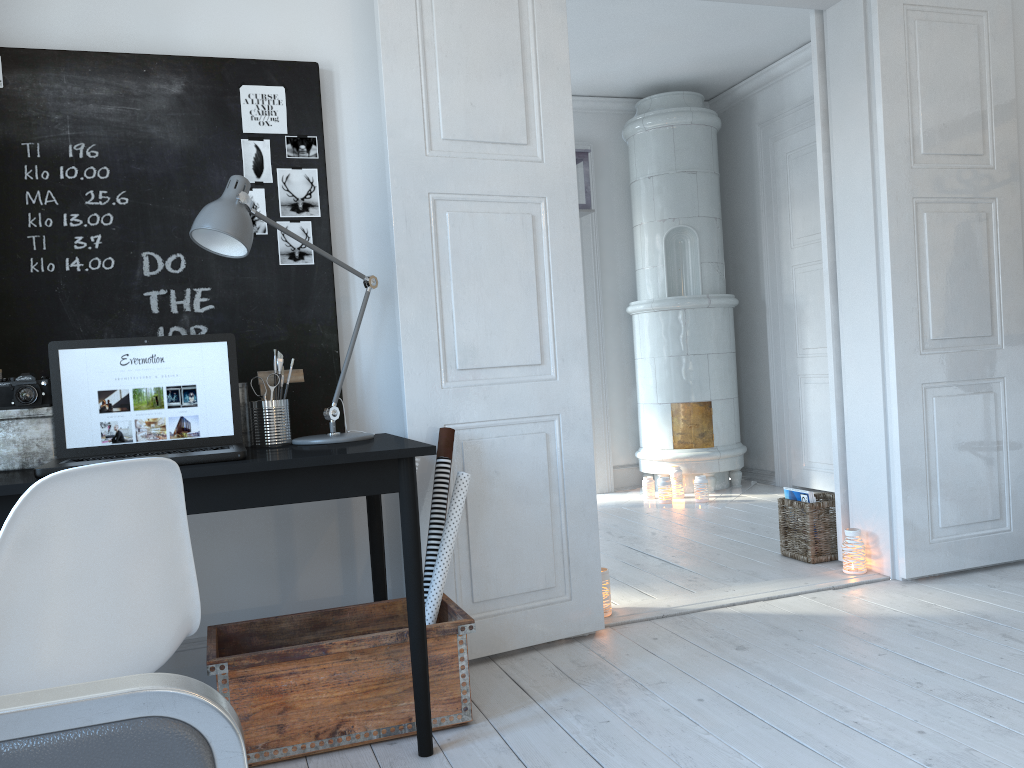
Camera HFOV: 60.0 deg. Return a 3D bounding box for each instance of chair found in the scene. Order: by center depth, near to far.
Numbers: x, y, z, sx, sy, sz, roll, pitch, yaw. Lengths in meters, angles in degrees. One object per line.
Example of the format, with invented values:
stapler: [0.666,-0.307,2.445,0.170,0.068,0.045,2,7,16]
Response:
chair: [-0.386,0.545,0.610,0.562,0.798,0.524,-4,2,-19]
chair: [-0.813,0.544,1.574,0.554,0.824,0.474,-3,2,36]

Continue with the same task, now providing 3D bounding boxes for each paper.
paper: [-0.211,0.570,2.484,0.283,0.627,0.041,-5,2,-40]
paper: [-0.231,0.553,2.539,0.043,0.669,0.266,-3,2,27]
paper: [-0.231,0.509,2.612,0.048,0.747,0.297,-3,2,27]

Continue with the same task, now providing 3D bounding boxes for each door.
door: [0.781,-0.429,3.368,2.597,2.507,0.577,-4,2,-18]
door: [2.151,-0.552,5.415,0.306,2.507,1.599,-4,2,-19]
door: [-0.180,-0.413,6.226,2.597,2.507,0.577,-4,2,-18]

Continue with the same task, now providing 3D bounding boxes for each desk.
desk: [-0.808,0.566,2.251,1.159,0.759,0.651,-4,2,-19]

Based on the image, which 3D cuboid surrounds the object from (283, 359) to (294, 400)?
object: [-0.643,0.049,2.499,0.084,0.240,0.009,-5,3,-41]

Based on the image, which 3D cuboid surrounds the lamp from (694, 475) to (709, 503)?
lamp: [1.217,0.674,5.696,0.089,0.166,0.089,-4,2,-20]

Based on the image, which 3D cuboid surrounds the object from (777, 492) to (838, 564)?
object: [1.382,0.643,3.993,0.270,0.265,0.224,-4,2,-19]

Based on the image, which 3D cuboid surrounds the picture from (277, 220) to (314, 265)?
picture: [-0.660,-0.432,2.704,0.103,0.136,0.001,-4,2,-18]

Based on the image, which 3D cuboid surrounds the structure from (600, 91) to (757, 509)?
structure: [1.105,-0.574,6.083,0.801,2.829,1.246,-3,2,26]

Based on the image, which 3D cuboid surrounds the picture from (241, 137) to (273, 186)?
picture: [-0.767,-0.670,2.666,0.083,0.146,0.002,-4,2,-18]

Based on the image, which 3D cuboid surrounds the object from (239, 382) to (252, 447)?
object: [-0.786,0.092,2.526,0.079,0.188,0.079,-5,2,-40]

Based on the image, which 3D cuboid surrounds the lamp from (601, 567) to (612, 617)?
lamp: [0.316,0.762,3.239,0.089,0.166,0.089,-5,2,-26]

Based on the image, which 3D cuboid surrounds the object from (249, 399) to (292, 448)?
object: [-0.677,0.110,2.488,0.108,0.128,0.108,-4,2,-4]

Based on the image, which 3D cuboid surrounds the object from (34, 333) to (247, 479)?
object: [-0.883,0.036,2.128,0.445,0.315,0.325,-4,1,-18]

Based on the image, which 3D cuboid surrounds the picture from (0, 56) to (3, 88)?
picture: [-1.437,-0.860,2.439,0.061,0.088,0.004,-4,2,-22]

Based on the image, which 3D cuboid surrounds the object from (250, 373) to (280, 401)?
object: [-0.693,0.071,2.493,0.081,0.198,0.050,-4,2,7]

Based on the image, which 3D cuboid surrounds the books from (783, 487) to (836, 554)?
books: [1.368,0.611,3.988,0.201,0.300,0.179,-4,2,-19]

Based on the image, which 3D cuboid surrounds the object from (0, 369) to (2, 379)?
object: [-1.320,0.029,2.228,0.056,0.130,0.167,-4,1,-20]

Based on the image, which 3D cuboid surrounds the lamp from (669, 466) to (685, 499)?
lamp: [1.097,0.656,5.915,0.098,0.210,0.098,-4,2,-14]

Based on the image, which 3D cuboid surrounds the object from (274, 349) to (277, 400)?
object: [-0.666,0.035,2.506,0.008,0.268,0.060,-4,2,-2]

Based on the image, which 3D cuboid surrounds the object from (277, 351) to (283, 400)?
object: [-0.662,0.038,2.508,0.012,0.264,0.062,-3,2,24]

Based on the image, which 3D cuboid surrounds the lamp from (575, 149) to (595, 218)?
lamp: [0.221,-1.754,4.581,0.228,1.763,0.228,-5,2,-22]

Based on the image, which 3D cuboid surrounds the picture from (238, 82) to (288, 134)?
picture: [-0.745,-0.832,2.670,0.147,0.154,0.004,-4,2,-18]

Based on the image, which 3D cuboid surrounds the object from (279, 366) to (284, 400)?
object: [-0.655,0.059,2.500,0.009,0.222,0.082,-3,2,11]

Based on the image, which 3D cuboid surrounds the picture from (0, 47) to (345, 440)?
picture: [-1.014,-0.375,2.618,0.952,1.173,0.064,-4,2,-18]

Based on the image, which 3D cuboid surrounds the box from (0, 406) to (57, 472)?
box: [-1.287,0.140,2.266,0.317,0.152,0.193,-4,1,-19]

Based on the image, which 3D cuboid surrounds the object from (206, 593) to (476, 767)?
object: [-0.455,0.779,2.372,0.664,0.282,0.339,-4,1,-19]

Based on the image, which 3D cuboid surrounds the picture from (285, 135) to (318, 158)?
picture: [-0.642,-0.726,2.708,0.095,0.071,0.001,-4,2,-18]

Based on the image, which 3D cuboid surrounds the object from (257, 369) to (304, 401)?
object: [-0.654,0.064,2.552,0.138,0.209,0.034,-5,2,-38]

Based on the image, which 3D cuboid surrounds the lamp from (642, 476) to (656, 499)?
lamp: [0.919,0.698,5.960,0.084,0.146,0.084,-4,2,-14]

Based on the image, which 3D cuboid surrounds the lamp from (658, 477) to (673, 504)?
lamp: [0.991,0.688,5.740,0.089,0.166,0.089,-4,2,-17]

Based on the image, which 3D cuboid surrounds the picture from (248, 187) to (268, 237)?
picture: [-0.792,-0.516,2.658,0.107,0.150,0.001,-4,2,-18]

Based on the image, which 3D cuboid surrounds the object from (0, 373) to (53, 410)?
object: [-1.209,0.017,2.194,0.137,0.087,0.073,-4,2,-19]

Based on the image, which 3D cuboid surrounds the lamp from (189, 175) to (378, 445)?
lamp: [-0.593,-0.188,2.442,0.230,0.716,0.616,-2,2,42]

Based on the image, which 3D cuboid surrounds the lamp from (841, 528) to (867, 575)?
lamp: [1.392,0.682,3.612,0.092,0.180,0.093,-5,2,-36]

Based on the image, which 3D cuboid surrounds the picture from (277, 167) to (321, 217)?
picture: [-0.651,-0.586,2.705,0.121,0.153,0.002,-4,2,-18]
